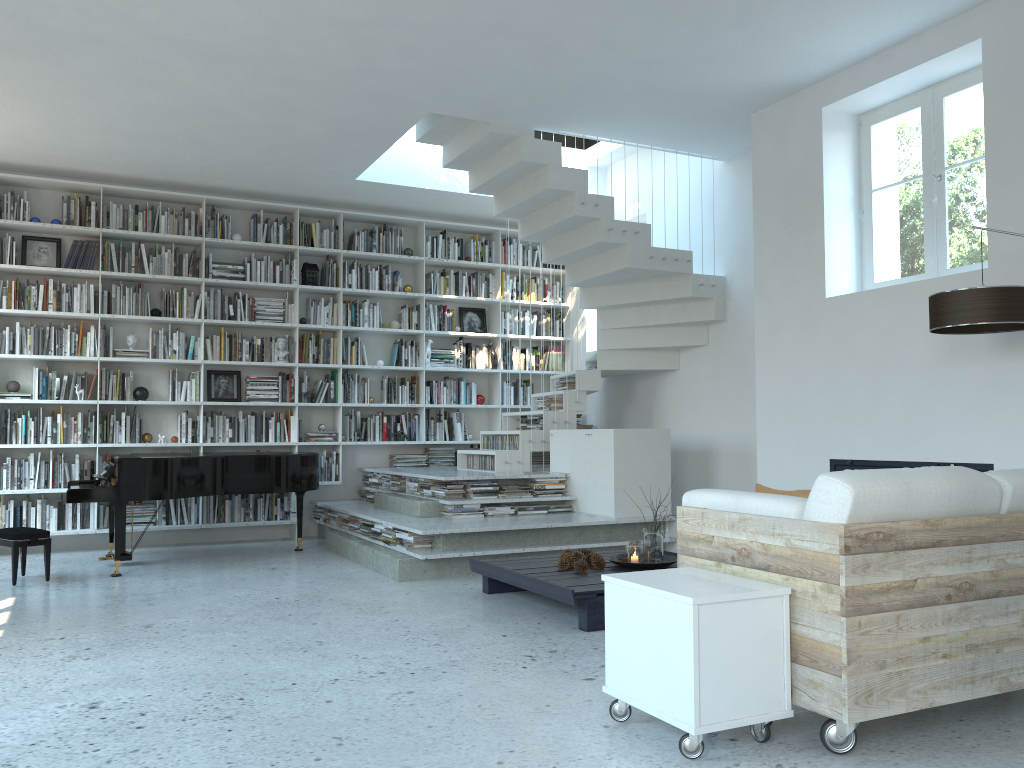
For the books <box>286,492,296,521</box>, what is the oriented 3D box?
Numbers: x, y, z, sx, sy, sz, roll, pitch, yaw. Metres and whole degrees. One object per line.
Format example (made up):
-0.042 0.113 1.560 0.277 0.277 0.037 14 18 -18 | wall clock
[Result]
-2.069 1.135 8.310 0.038 0.269 0.277 1 -3 -26 | books

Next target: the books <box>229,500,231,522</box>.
-2.603 1.164 8.140 0.030 0.196 0.143 1 -3 -26 | books

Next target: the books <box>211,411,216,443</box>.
-2.734 0.392 8.114 0.027 0.290 0.140 1 -3 -26 | books

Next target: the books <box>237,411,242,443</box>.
-2.521 0.396 8.200 0.026 0.291 0.152 1 -3 -26 | books

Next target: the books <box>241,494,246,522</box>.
-2.476 1.121 8.178 0.013 0.285 0.185 1 -3 -26 | books

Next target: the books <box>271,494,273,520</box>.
-2.265 1.150 8.295 0.028 0.238 0.140 1 -3 -26 | books

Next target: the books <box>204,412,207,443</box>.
-2.788 0.397 8.066 0.011 0.275 0.146 1 -3 -26 | books

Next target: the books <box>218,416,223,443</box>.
-2.677 0.415 8.114 0.027 0.245 0.179 1 -3 -26 | books

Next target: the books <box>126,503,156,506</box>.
-3.283 1.056 7.788 0.285 0.005 0.159 1 -4 -21 | books

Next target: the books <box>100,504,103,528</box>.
-3.550 1.141 7.664 0.025 0.198 0.160 1 -3 -26 | books

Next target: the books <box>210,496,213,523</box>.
-2.742 1.127 8.064 0.025 0.263 0.145 1 -3 -26 | books

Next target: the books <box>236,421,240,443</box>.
-2.537 0.442 8.175 0.023 0.196 0.165 1 -3 -26 | books

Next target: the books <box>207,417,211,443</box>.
-2.766 0.418 8.064 0.027 0.234 0.167 1 -3 -26 | books

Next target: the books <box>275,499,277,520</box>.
-2.229 1.174 8.306 0.024 0.191 0.155 1 -3 -26 | books

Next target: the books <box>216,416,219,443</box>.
-2.708 0.414 8.119 0.024 0.247 0.132 1 -3 -26 | books

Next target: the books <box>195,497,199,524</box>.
-2.851 1.138 8.019 0.021 0.237 0.115 1 -3 -26 | books

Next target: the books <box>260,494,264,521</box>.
-2.326 1.121 8.247 0.011 0.292 0.184 1 -3 -26 | books

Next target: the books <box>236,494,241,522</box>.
-2.523 1.133 8.171 0.028 0.261 0.132 1 -3 -26 | books

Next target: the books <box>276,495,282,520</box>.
-2.187 1.157 8.330 0.028 0.227 0.162 1 -3 -26 | books

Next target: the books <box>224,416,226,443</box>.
-2.651 0.417 8.144 0.021 0.244 0.141 1 -3 -26 | books

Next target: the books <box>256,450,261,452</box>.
-2.341 0.762 8.193 0.013 0.303 0.181 1 -3 -26 | books

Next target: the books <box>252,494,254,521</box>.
-2.420 1.135 8.219 0.024 0.262 0.131 1 -3 -26 | books

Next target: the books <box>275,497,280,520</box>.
-2.204 1.167 8.307 0.022 0.205 0.191 1 -3 -26 | books

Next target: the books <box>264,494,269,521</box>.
-2.297 1.142 8.249 0.044 0.251 0.187 1 -3 -26 | books

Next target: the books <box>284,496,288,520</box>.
-2.144 1.162 8.334 0.029 0.217 0.191 1 -3 -26 | books

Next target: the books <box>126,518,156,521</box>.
-3.285 1.187 7.789 0.285 0.007 0.159 1 -4 -24 | books

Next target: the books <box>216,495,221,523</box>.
-2.681 1.137 8.095 0.022 0.246 0.144 1 -3 -26 | books

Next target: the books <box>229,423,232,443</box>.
-2.596 0.447 8.140 0.029 0.183 0.174 1 -3 -26 | books

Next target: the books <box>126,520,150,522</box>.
-3.283 1.194 7.785 0.254 0.007 0.161 2 -4 -30 | books

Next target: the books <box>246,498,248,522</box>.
-2.462 1.158 8.188 0.022 0.212 0.167 1 -3 -26 | books

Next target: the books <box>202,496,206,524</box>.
-2.790 1.128 8.018 0.026 0.256 0.183 1 -3 -26 | books

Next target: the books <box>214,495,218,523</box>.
-2.702 1.103 8.075 0.034 0.311 0.170 1 -3 -26 | books

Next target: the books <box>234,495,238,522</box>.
-2.549 1.146 8.158 0.030 0.234 0.138 1 -3 -26 | books

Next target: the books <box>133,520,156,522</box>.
-3.282 1.201 7.782 0.285 0.007 0.159 1 -4 -21 | books

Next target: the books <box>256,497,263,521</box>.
-2.343 1.162 8.235 0.029 0.210 0.170 1 -3 -26 | books

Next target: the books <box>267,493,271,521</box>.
-2.273 1.109 8.267 0.013 0.317 0.186 1 -3 -26 | books

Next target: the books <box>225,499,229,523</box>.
-2.616 1.157 8.100 0.028 0.206 0.175 1 -3 -26 | books

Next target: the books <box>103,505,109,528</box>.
-3.512 1.148 7.675 0.053 0.184 0.148 1 -3 -26 | books

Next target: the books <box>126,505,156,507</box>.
-3.288 1.068 7.799 0.285 0.005 0.159 1 -4 -26 | books

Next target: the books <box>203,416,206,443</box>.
-2.809 0.413 8.063 0.029 0.243 0.154 1 -3 -26 | books

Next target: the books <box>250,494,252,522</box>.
-2.430 1.121 8.197 0.014 0.288 0.185 1 -3 -26 | books

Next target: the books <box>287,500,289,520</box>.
-2.126 1.182 8.356 0.023 0.181 0.149 1 -3 -26 | books

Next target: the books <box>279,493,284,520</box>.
-2.165 1.143 8.331 0.013 0.256 0.176 1 -3 -26 | books

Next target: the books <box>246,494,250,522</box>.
-2.442 1.096 8.190 0.014 0.335 0.183 1 -3 -26 | books

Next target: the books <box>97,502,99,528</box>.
-3.578 1.097 7.654 0.012 0.285 0.159 1 -3 -26 | books

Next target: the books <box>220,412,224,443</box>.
-2.658 0.397 8.121 0.013 0.282 0.166 1 -3 -26 | books

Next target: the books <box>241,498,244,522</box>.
-2.498 1.162 8.179 0.024 0.203 0.144 1 -3 -26 | books

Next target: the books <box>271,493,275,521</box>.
-2.241 1.140 8.291 0.011 0.258 0.171 1 -3 -26 | books

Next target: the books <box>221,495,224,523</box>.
-2.655 1.123 8.110 0.012 0.276 0.154 1 -3 -26 | books

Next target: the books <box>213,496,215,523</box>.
-2.722 1.090 8.064 0.012 0.337 0.144 1 -3 -26 | books

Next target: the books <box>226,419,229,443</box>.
-2.621 0.429 8.133 0.023 0.217 0.174 1 -3 -26 | books

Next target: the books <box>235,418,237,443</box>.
-2.559 0.425 8.179 0.013 0.230 0.139 1 -3 -26 | books

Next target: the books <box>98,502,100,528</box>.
-3.569 1.124 7.661 0.012 0.230 0.138 1 -3 -26 | books

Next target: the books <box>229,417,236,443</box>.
-2.573 0.421 8.160 0.029 0.237 0.166 1 -3 -26 | books

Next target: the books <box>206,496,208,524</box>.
-2.772 1.106 8.028 0.014 0.300 0.184 1 -3 -26 | books

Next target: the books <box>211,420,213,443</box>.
-2.749 0.432 8.085 0.024 0.208 0.170 1 -3 -26 | books

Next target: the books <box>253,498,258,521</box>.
-2.395 1.161 8.239 0.040 0.212 0.129 1 -3 -26 | books

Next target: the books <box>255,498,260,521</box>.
-2.359 1.163 8.222 0.010 0.206 0.180 1 -3 -26 | books

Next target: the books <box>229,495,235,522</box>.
-2.573 1.115 8.144 0.026 0.294 0.155 1 -3 -26 | books
